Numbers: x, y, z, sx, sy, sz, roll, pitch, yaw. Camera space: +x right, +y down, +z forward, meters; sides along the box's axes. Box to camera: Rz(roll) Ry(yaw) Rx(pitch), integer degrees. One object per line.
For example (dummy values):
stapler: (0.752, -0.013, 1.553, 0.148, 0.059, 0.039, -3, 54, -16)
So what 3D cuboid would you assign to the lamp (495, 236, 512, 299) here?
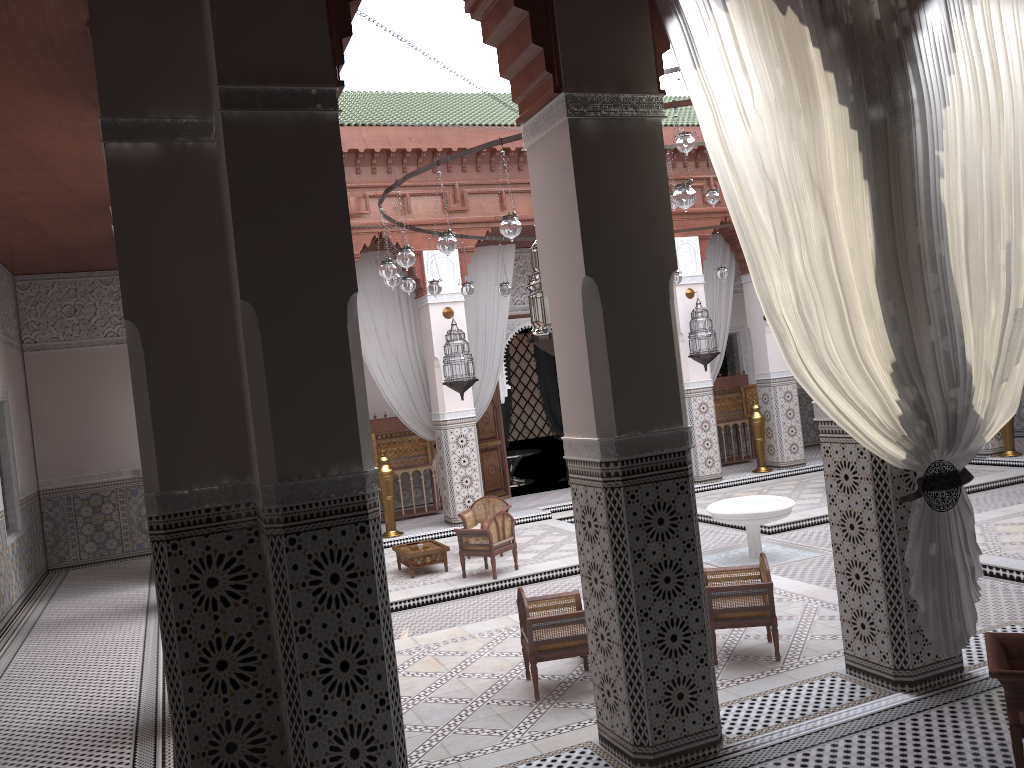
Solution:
lamp: (-0.063, -0.692, 5.279, 0.090, 0.371, 0.091, -6, 0, 13)

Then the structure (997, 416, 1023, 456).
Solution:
structure: (3.376, 0.217, 6.059, 0.156, 0.539, 0.156, -6, 0, 29)

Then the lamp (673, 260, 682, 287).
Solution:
lamp: (1.052, -0.819, 5.784, 0.090, 0.371, 0.091, -6, 0, 43)

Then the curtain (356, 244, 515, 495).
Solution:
curtain: (-0.489, -0.040, 5.992, 1.304, 1.761, 0.048, -7, 0, -22)

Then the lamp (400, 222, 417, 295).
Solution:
lamp: (-0.549, -0.634, 4.494, 0.090, 0.371, 0.091, -7, 0, -27)

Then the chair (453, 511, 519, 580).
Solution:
chair: (-0.123, 0.795, 4.429, 0.208, 0.313, 0.263, -6, 0, 35)

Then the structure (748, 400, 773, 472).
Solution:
structure: (1.858, 0.387, 6.686, 0.156, 0.539, 0.156, -7, 0, -16)

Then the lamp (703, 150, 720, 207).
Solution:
lamp: (1.117, -1.185, 5.012, 0.090, 0.371, 0.091, -6, 0, 43)

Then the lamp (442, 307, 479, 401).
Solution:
lamp: (-0.349, -0.202, 5.645, 0.216, 0.618, 0.217, -7, 0, -22)

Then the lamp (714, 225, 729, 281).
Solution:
lamp: (1.357, -0.854, 5.796, 0.091, 0.371, 0.090, -7, 0, -37)

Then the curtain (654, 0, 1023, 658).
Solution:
curtain: (1.003, -0.199, 2.207, 1.303, 1.764, 0.129, -7, 0, -21)

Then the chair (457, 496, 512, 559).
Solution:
chair: (-0.141, 0.795, 4.956, 0.263, 0.313, 0.208, -6, 0, 14)

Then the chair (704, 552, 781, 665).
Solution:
chair: (0.722, 0.704, 2.829, 0.208, 0.313, 0.263, -6, 0, 9)

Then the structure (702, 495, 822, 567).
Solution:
structure: (1.216, 0.740, 4.438, 0.528, 0.310, 0.501, -7, 0, -22)

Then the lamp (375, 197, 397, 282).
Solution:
lamp: (-0.563, -0.631, 3.871, 0.091, 0.371, 0.090, -6, 0, -7)

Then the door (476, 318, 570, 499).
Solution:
door: (0.166, 0.119, 7.001, 1.244, 1.461, 0.419, -7, 0, -22)

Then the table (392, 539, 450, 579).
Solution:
table: (-0.480, 0.921, 4.698, 0.229, 0.142, 0.330, -7, 0, -22)

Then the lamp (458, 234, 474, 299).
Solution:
lamp: (-0.276, -0.667, 5.047, 0.090, 0.371, 0.091, -6, 0, -7)

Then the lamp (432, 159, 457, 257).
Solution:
lamp: (-0.266, -0.662, 3.335, 0.091, 0.371, 0.090, -6, 0, -7)

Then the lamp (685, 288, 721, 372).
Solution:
lamp: (1.349, -0.396, 6.318, 0.216, 0.618, 0.217, -7, 0, -22)

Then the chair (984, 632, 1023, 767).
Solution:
chair: (1.102, 0.665, 1.788, 0.234, 0.252, 0.259, -6, 0, 26)

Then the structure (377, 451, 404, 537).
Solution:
structure: (-0.795, 0.691, 5.634, 0.156, 0.539, 0.156, -6, 0, 40)

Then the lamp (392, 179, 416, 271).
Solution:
lamp: (-0.451, -0.642, 3.584, 0.091, 0.371, 0.090, -6, 0, -7)

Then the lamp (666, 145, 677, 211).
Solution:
lamp: (0.891, -1.160, 4.999, 0.090, 0.371, 0.091, -6, 0, 38)

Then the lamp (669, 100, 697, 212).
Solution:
lamp: (0.551, -0.754, 2.930, 0.091, 0.371, 0.090, -6, 0, -7)

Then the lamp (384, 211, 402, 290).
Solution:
lamp: (-0.591, -0.628, 4.187, 0.090, 0.371, 0.091, -7, 0, -42)

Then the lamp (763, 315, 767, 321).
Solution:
lamp: (0.836, -0.363, 2.592, 0.216, 0.552, 0.221, -7, 0, -22)

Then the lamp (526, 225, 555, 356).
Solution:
lamp: (0.136, -0.282, 2.314, 0.216, 0.552, 0.221, -7, 0, -22)

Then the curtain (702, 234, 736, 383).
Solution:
curtain: (1.237, -0.238, 6.657, 1.304, 1.761, 0.048, -7, 0, -21)

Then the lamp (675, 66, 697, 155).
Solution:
lamp: (0.699, -1.134, 3.686, 0.091, 0.371, 0.090, -6, 0, 33)

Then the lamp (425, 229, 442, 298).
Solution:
lamp: (-0.440, -0.647, 4.783, 0.090, 0.371, 0.091, -7, 0, -17)

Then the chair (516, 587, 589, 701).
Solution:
chair: (0.139, 0.770, 2.727, 0.208, 0.313, 0.263, -6, 0, -7)

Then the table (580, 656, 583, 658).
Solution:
table: (0.362, 0.831, 2.883, 0.229, 0.142, 0.330, -7, 0, -22)

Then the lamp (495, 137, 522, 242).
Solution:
lamp: (-0.025, -0.689, 3.141, 0.091, 0.371, 0.090, -6, 0, -7)
